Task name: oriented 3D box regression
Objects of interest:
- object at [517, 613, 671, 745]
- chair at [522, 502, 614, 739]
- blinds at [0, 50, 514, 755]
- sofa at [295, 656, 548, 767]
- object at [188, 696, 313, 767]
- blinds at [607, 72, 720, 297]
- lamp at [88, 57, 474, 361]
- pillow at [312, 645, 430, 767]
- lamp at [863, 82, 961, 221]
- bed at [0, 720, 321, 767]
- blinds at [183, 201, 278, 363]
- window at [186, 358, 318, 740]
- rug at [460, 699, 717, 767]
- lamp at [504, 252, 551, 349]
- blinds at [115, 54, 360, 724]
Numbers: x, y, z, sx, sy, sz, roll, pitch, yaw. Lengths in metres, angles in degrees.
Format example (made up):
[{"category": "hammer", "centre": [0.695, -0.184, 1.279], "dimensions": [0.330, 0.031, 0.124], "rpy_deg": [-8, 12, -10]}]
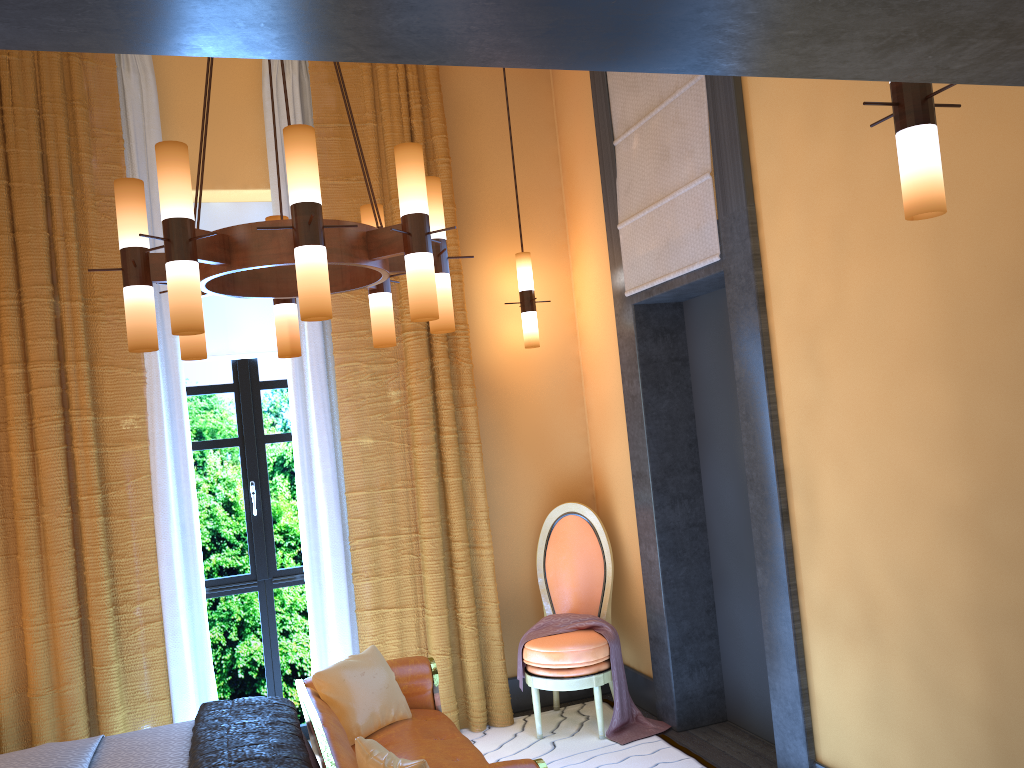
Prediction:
[{"category": "object", "centre": [0.405, 1.496, 4.615], "dimensions": [0.803, 0.571, 0.428], "rpy_deg": [-7, -3, 29]}, {"category": "chair", "centre": [0.302, 1.231, 4.707], "dimensions": [0.500, 1.146, 0.632], "rpy_deg": [-6, -2, 14]}, {"category": "blinds", "centre": [-1.357, -0.108, 4.499], "dimensions": [2.449, 4.143, 0.134], "rpy_deg": [-5, -2, -19]}, {"category": "sofa", "centre": [-0.380, 1.483, 3.259], "dimensions": [0.650, 0.640, 1.617], "rpy_deg": [-5, -3, -19]}, {"category": "object", "centre": [-0.888, 1.278, 3.018], "dimensions": [0.405, 0.104, 1.463], "rpy_deg": [-5, -3, -19]}, {"category": "blinds", "centre": [0.653, -1.264, 4.129], "dimensions": [0.042, 1.575, 0.896], "rpy_deg": [-5, -2, -19]}, {"category": "lamp", "centre": [-0.799, -1.218, 2.933], "dimensions": [1.141, 2.167, 1.141], "rpy_deg": [-6, -2, 4]}, {"category": "pillow", "centre": [-1.204, 1.324, 3.559], "dimensions": [2.630, 0.407, 1.147], "rpy_deg": [-7, -3, 23]}, {"category": "lamp", "centre": [0.916, -0.647, 2.027], "dimensions": [0.199, 0.531, 0.199], "rpy_deg": [-7, -2, 26]}, {"category": "bed", "centre": [-1.643, 1.447, 2.763], "dimensions": [2.105, 0.824, 1.891], "rpy_deg": [-5, -3, -19]}, {"category": "blinds", "centre": [-1.516, -0.572, 4.890], "dimensions": [1.199, 0.872, 0.013], "rpy_deg": [-5, -2, -19]}, {"category": "window", "centre": [-1.412, 0.485, 4.870], "dimensions": [1.199, 2.998, 0.130], "rpy_deg": [-5, -2, -19]}, {"category": "rug", "centre": [-0.669, 1.814, 2.879], "dimensions": [3.700, 0.016, 3.392], "rpy_deg": [-5, -3, -19]}, {"category": "lamp", "centre": [0.087, -0.468, 4.968], "dimensions": [0.199, 0.531, 0.199], "rpy_deg": [-7, -2, 26]}, {"category": "blinds", "centre": [-1.418, -0.076, 4.565], "dimensions": [2.049, 4.073, 0.237], "rpy_deg": [-5, -2, -21]}]
